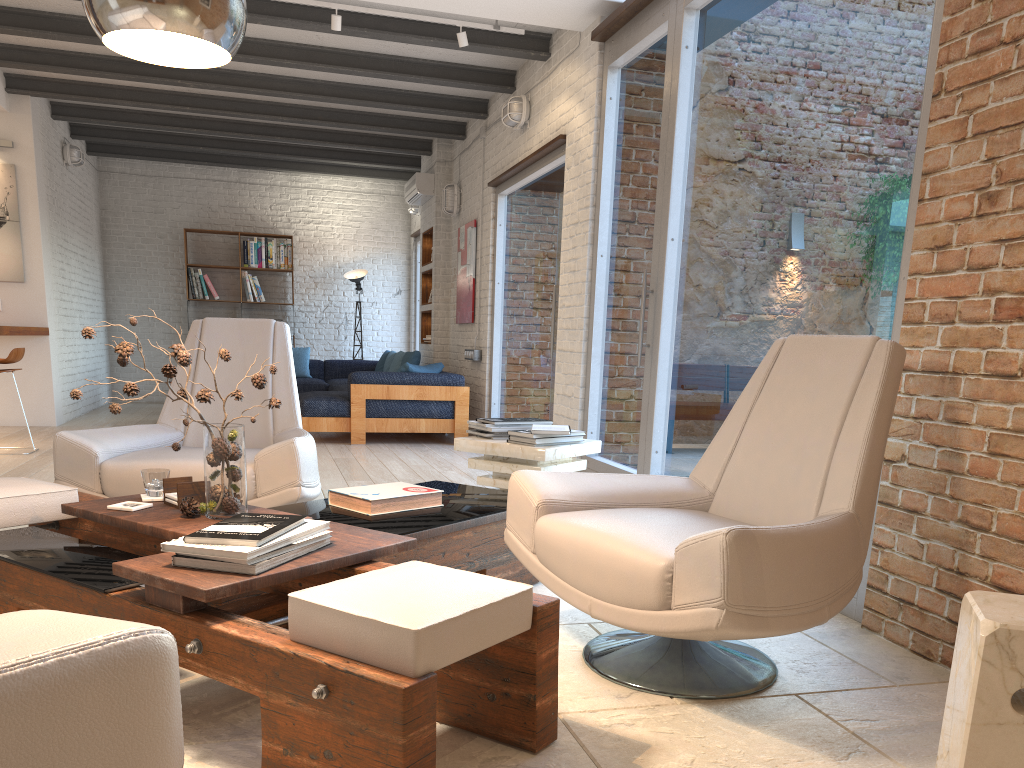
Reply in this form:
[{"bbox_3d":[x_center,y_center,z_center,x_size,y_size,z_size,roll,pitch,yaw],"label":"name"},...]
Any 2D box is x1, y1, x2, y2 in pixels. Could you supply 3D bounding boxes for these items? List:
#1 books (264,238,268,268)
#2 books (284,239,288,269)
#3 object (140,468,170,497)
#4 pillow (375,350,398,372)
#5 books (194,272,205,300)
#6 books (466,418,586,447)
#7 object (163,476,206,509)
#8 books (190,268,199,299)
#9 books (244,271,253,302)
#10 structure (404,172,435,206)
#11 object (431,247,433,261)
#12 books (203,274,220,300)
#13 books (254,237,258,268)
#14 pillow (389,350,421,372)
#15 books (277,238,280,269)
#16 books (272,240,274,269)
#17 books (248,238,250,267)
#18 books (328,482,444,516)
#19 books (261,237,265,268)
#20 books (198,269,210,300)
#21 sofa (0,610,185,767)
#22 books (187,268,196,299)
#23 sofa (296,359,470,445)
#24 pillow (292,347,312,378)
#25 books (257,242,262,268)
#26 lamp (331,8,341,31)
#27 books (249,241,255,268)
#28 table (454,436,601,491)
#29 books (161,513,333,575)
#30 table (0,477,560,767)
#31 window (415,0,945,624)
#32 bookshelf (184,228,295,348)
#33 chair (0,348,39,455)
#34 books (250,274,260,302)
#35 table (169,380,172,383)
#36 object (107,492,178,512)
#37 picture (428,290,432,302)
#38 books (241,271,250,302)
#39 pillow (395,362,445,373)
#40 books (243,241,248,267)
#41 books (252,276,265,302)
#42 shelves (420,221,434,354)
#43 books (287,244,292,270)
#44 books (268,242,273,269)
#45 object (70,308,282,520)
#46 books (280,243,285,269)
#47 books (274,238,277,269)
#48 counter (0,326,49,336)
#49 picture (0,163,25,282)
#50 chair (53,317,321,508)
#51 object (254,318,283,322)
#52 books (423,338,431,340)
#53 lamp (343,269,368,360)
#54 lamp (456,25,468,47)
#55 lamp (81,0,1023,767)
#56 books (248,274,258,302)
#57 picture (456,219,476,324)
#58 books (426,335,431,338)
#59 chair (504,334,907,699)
[{"bbox_3d":[-3.197,-1.692,11.343,0.036,0.395,0.236,-2,11,-16],"label":"books"},{"bbox_3d":[-2.961,-1.686,11.409,0.036,0.395,0.236,-2,11,-16],"label":"books"},{"bbox_3d":[-1.164,0.324,2.851,0.090,0.087,0.089,7,9,33],"label":"object"},{"bbox_3d":[-1.527,-0.209,10.737,0.243,0.409,1.079,-1,5,-17],"label":"pillow"},{"bbox_3d":[-4.029,-1.258,11.243,0.102,0.344,0.247,-1,10,-16],"label":"books"},{"bbox_3d":[0.096,0.219,3.967,0.387,0.081,0.556,0,3,-32],"label":"books"},{"bbox_3d":[-1.041,0.345,2.779,0.093,0.084,0.112,-5,9,-44],"label":"object"},{"bbox_3d":[-4.072,-1.284,11.206,0.091,0.396,0.236,-1,10,-16],"label":"books"},{"bbox_3d":[-3.431,-1.263,11.368,0.103,0.395,0.236,-1,10,-16],"label":"books"},{"bbox_3d":[-1.036,-2.163,9.710,0.200,0.225,0.794,0,4,-16],"label":"structure"},{"bbox_3d":[-0.861,-1.491,9.860,0.112,0.250,0.209,1,9,-8],"label":"object"},{"bbox_3d":[-3.885,-1.246,11.277,0.195,0.328,0.247,-1,9,-16],"label":"books"},{"bbox_3d":[-3.322,-1.695,11.303,0.036,0.395,0.236,-2,11,-16],"label":"books"},{"bbox_3d":[-1.178,-0.162,9.462,0.254,0.427,1.181,-1,4,-16],"label":"pillow"},{"bbox_3d":[-3.051,-1.688,11.384,0.036,0.395,0.236,-2,11,-16],"label":"books"},{"bbox_3d":[-3.115,-1.676,11.369,0.021,0.369,0.264,-2,10,-16],"label":"books"},{"bbox_3d":[-3.408,-1.684,11.296,0.021,0.369,0.264,-2,10,-16],"label":"books"},{"bbox_3d":[-0.451,0.408,3.129,0.251,0.058,0.323,5,4,44],"label":"books"},{"bbox_3d":[-3.230,-1.692,11.324,0.036,0.395,0.236,-2,11,-16],"label":"books"},{"bbox_3d":[-3.966,-1.278,11.224,0.121,0.392,0.236,-1,10,-16],"label":"books"},{"bbox_3d":[-1.736,0.431,1.462,2.304,0.778,1.127,5,6,34],"label":"sofa"},{"bbox_3d":[-4.106,-1.284,11.189,0.091,0.396,0.236,-1,10,-16],"label":"books"},{"bbox_3d":[-1.923,0.102,9.530,2.079,0.678,3.852,1,3,-16],"label":"sofa"},{"bbox_3d":[-2.786,-0.273,10.898,0.555,0.421,0.216,0,11,-16],"label":"pillow"},{"bbox_3d":[-3.281,-1.667,11.336,0.055,0.339,0.247,-1,10,-16],"label":"books"},{"bbox_3d":[-1.065,-2.205,5.286,0.061,0.124,0.083,-1,10,-14],"label":"lamp"},{"bbox_3d":[-3.367,-1.668,11.293,0.055,0.339,0.247,-1,10,-16],"label":"books"},{"bbox_3d":[0.069,0.510,4.087,0.489,0.519,0.487,7,10,34],"label":"table"},{"bbox_3d":[-0.642,0.391,2.188,0.249,0.076,0.392,3,3,17],"label":"books"},{"bbox_3d":[-0.653,0.576,2.831,2.180,0.441,1.943,4,4,35],"label":"table"},{"bbox_3d":[0.639,-2.544,5.870,0.647,6.573,12.022,-2,6,-16],"label":"window"},{"bbox_3d":[-3.538,-0.825,11.431,1.317,2.268,0.353,-1,13,-15],"label":"bookshelf"},{"bbox_3d":[-3.797,0.118,6.458,0.422,0.798,0.391,-1,11,-16],"label":"chair"},{"bbox_3d":[-3.364,-1.246,11.410,0.124,0.359,0.264,-1,10,-16],"label":"books"},{"bbox_3d":[-3.076,0.189,9.107,1.077,0.458,1.784,1,3,-10],"label":"table"},{"bbox_3d":[-1.159,0.365,2.777,0.269,0.036,0.245,-1,4,-44],"label":"object"},{"bbox_3d":[-0.889,-1.055,10.053,0.102,0.252,0.188,-3,10,-25],"label":"picture"},{"bbox_3d":[-3.473,-1.266,11.380,0.101,0.395,0.236,-1,10,-16],"label":"books"},{"bbox_3d":[-0.921,-0.042,8.187,0.372,0.337,0.556,7,7,34],"label":"pillow"},{"bbox_3d":[-3.446,-1.671,11.290,0.055,0.339,0.247,-1,10,-16],"label":"books"},{"bbox_3d":[-3.314,-1.235,11.411,0.158,0.339,0.247,-1,10,-16],"label":"books"},{"bbox_3d":[-0.885,-1.074,9.999,0.192,1.469,0.744,-1,11,-16],"label":"shelves"},{"bbox_3d":[-2.919,-1.658,11.444,0.055,0.339,0.247,-1,10,-16],"label":"books"},{"bbox_3d":[-3.149,-1.662,11.348,0.055,0.339,0.247,-1,10,-16],"label":"books"},{"bbox_3d":[-0.959,0.096,2.478,0.536,0.625,0.311,-6,13,-44],"label":"object"},{"bbox_3d":[-3.006,-1.659,11.397,0.055,0.339,0.247,-1,10,-16],"label":"books"},{"bbox_3d":[-3.090,-1.690,11.386,0.036,0.395,0.236,-2,11,-16],"label":"books"},{"bbox_3d":[-4.807,-0.014,6.826,1.685,0.945,2.434,1,4,-16],"label":"counter"},{"bbox_3d":[-4.750,-1.447,7.769,0.655,1.046,0.019,-1,13,-15],"label":"picture"},{"bbox_3d":[-1.310,0.215,3.861,1.027,1.046,0.944,2,8,1],"label":"chair"},{"bbox_3d":[-3.238,-0.757,11.563,0.400,0.207,0.393,4,5,26],"label":"object"},{"bbox_3d":[-0.930,-0.516,10.088,0.171,0.019,0.230,1,3,-14],"label":"books"},{"bbox_3d":[-1.879,-0.586,11.586,0.499,1.900,0.851,-9,16,-43],"label":"lamp"},{"bbox_3d":[-0.312,-2.180,5.491,0.058,0.133,0.085,10,12,34],"label":"lamp"},{"bbox_3d":[0.073,-0.315,1.593,2.020,2.421,0.310,5,13,20],"label":"lamp"},{"bbox_3d":[-3.383,-1.246,11.395,0.124,0.359,0.264,-1,10,-16],"label":"books"},{"bbox_3d":[-0.464,-1.096,8.720,0.019,0.988,0.722,-2,10,-16],"label":"picture"},{"bbox_3d":[-0.929,-0.543,10.089,0.132,0.035,0.200,2,3,-6],"label":"books"},{"bbox_3d":[0.635,0.346,2.615,0.978,1.028,1.003,-3,9,-31],"label":"chair"}]
